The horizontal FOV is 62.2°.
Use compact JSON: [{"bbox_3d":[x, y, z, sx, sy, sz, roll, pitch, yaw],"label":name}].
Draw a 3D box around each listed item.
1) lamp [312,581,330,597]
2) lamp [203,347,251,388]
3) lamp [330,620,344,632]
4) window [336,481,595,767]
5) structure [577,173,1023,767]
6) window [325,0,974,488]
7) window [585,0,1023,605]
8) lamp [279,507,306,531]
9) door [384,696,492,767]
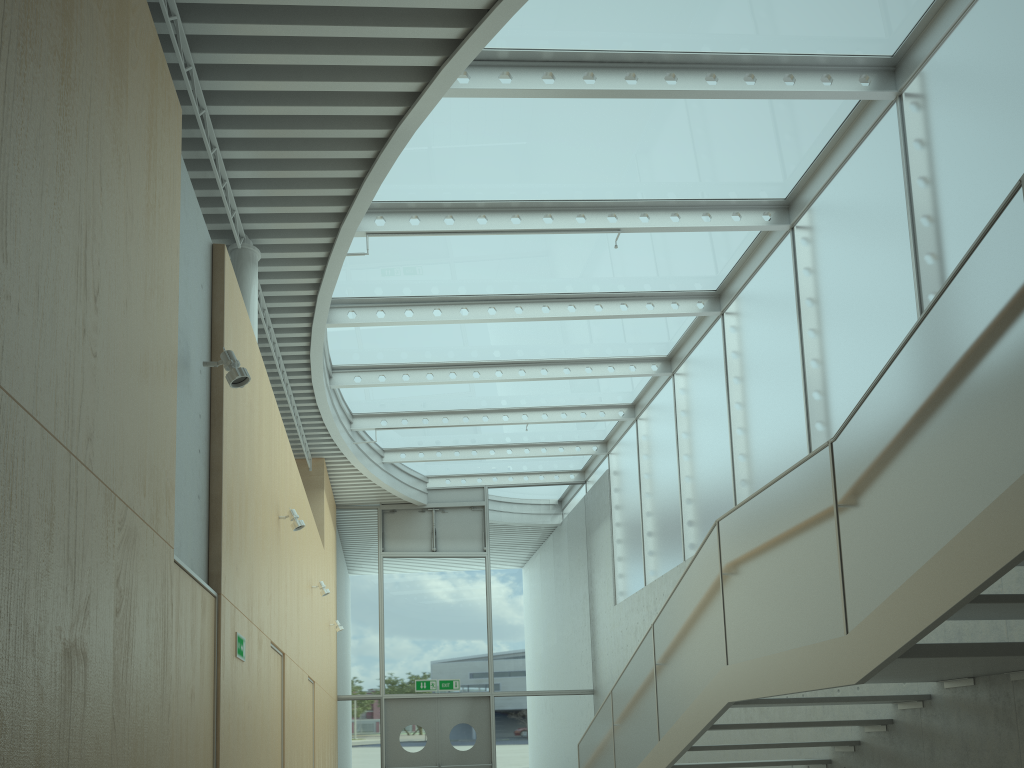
[{"bbox_3d":[-2.319,2.476,10.299,0.235,0.187,0.147,7,-16,-27],"label":"lamp"},{"bbox_3d":[-1.460,-0.089,4.363,0.235,0.187,0.147,7,-16,-27],"label":"lamp"},{"bbox_3d":[-2.765,3.811,13.388,0.235,0.187,0.147,7,-16,-27],"label":"lamp"},{"bbox_3d":[-0.815,4.796,15.682,4.858,6.012,0.114,0,-8,-9],"label":"window"},{"bbox_3d":[2.417,1.146,4.506,1.886,3.987,13.484,0,-22,-8],"label":"structure"},{"bbox_3d":[0.167,2.207,10.243,4.784,5.936,16.921,0,-21,-8],"label":"window"},{"bbox_3d":[2.267,0.789,10.758,0.030,2.601,16.735,-1,-23,-9],"label":"window"},{"bbox_3d":[-1.875,1.151,7.232,0.235,0.187,0.147,7,-16,-27],"label":"lamp"},{"bbox_3d":[-1.319,6.703,15.330,1.922,2.015,0.183,0,-8,-9],"label":"door"}]
